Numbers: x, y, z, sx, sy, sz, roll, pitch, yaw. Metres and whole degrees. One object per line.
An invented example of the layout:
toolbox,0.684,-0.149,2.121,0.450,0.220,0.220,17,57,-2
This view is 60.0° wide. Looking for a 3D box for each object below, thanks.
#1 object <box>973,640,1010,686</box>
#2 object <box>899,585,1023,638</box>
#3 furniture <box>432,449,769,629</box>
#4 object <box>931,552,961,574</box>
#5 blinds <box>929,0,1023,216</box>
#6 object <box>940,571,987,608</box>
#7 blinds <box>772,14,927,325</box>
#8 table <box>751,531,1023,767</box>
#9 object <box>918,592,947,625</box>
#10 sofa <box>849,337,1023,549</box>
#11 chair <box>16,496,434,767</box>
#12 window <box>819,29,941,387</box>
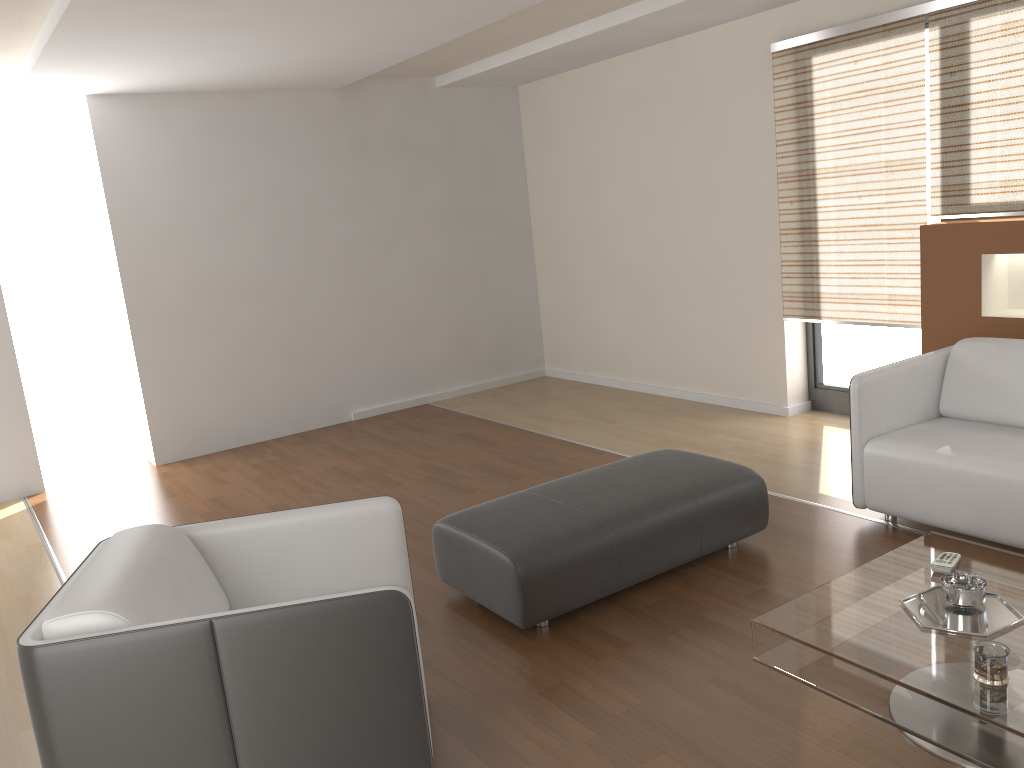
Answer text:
object,1.145,0.667,2.119,0.079,0.077,0.079,5,16,45
object,1.239,0.625,2.449,0.315,0.011,0.273,-11,12,-25
furniture,0.381,0.573,3.695,1.291,0.301,0.685,-13,13,-32
object,1.344,0.547,2.739,0.064,0.029,0.158,3,14,38
blinds,2.566,-1.315,4.015,0.001,1.044,1.432,-13,13,-32
object,1.270,0.576,2.492,0.118,0.079,0.117,-11,12,-25
blinds,1.917,-1.158,5.086,0.001,1.635,0.980,-13,13,-32
table,1.319,0.780,2.429,0.900,0.300,0.900,-13,13,-32
object,1.170,0.617,2.452,0.051,0.035,0.147,-4,11,9
sofa,2.469,0.274,3.193,0.919,0.661,2.238,-13,13,-32
chair,-0.723,0.754,2.481,0.919,0.661,0.767,-8,11,-8
window,2.169,-0.962,5.280,0.010,2.093,0.889,-13,13,-32
